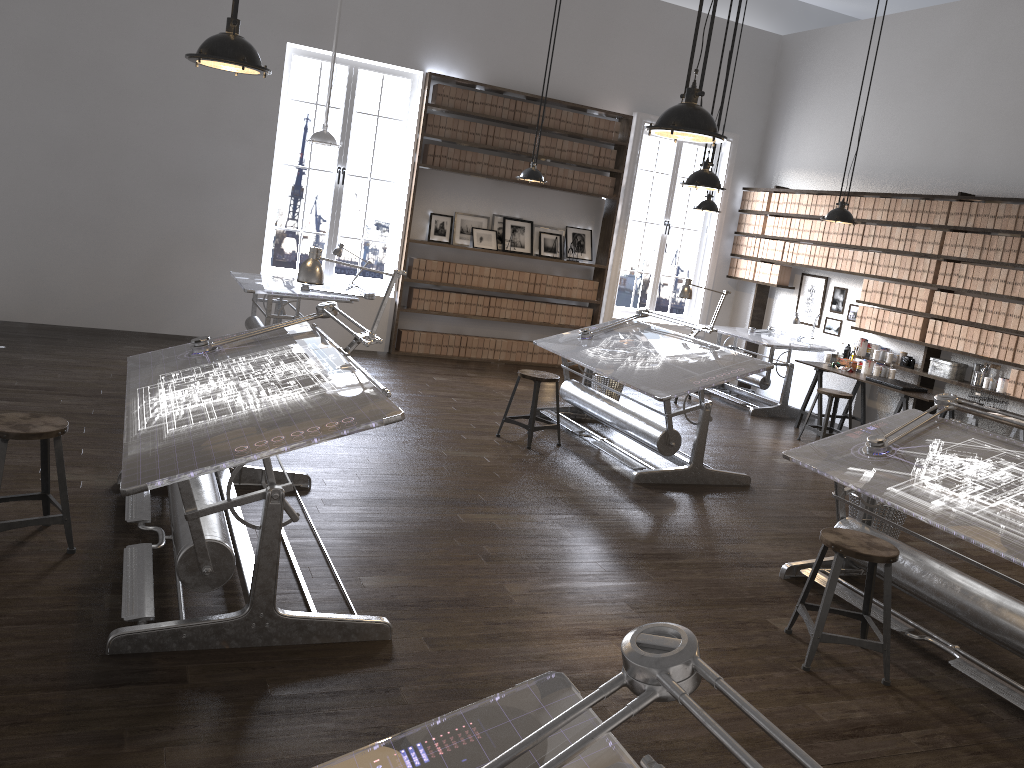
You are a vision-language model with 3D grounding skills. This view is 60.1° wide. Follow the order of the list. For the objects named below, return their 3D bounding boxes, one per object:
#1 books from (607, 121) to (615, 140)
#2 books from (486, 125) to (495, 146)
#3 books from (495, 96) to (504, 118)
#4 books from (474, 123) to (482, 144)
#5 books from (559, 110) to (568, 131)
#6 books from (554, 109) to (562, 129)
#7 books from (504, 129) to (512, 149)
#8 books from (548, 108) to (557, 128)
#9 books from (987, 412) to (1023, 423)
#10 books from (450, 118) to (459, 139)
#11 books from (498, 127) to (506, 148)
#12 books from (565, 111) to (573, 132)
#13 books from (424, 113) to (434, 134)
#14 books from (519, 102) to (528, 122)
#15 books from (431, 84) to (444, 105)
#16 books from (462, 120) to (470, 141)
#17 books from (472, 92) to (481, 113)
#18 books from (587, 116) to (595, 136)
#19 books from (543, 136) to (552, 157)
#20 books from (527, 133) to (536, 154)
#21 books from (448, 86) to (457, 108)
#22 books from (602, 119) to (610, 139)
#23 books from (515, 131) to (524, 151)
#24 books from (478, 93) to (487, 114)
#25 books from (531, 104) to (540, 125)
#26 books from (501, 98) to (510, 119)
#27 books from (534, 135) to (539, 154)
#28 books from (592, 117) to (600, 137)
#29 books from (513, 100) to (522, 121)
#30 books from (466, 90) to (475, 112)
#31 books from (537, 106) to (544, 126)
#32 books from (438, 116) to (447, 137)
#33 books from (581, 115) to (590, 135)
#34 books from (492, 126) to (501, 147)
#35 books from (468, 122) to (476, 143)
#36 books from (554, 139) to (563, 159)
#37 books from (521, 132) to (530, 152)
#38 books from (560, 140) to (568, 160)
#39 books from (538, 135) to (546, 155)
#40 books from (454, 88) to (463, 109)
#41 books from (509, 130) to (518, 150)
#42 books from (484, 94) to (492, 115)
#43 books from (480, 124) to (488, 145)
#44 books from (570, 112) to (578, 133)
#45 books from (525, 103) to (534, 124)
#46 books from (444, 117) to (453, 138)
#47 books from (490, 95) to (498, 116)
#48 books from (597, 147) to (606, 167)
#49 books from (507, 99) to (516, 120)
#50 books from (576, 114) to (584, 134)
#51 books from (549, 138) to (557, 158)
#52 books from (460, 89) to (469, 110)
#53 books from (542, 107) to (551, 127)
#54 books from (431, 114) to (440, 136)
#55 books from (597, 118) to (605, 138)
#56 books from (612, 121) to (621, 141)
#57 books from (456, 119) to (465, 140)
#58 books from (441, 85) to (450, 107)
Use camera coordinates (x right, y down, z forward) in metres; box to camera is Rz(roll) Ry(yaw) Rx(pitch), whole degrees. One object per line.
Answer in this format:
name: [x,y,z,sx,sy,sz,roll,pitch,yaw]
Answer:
books: [1.112,-2.939,10.281,0.066,0.224,0.176,5,9,-24]
books: [-0.264,-2.722,9.731,0.067,0.224,0.176,5,9,-24]
books: [-0.166,-3.030,9.718,0.066,0.224,0.176,5,9,-24]
books: [-0.398,-2.732,9.673,0.066,0.224,0.176,5,9,-24]
books: [0.547,-2.978,10.025,0.066,0.224,0.176,5,9,-24]
books: [0.481,-2.982,9.996,0.067,0.224,0.176,5,9,-24]
books: [-0.079,-2.709,9.812,0.067,0.224,0.176,5,9,-24]
books: [0.422,-2.988,9.975,0.066,0.224,0.176,5,9,-24]
books: [3.910,0.267,6.960,0.255,0.029,0.358,4,11,-23]
books: [-0.651,-2.750,9.565,0.066,0.224,0.176,5,9,-24]
books: [-0.138,-2.714,9.790,0.066,0.224,0.176,5,9,-24]
books: [0.612,-2.974,10.057,0.066,0.224,0.176,5,9,-24]
books: [-0.903,-2.769,9.456,0.066,0.224,0.176,5,9,-24]
books: [0.099,-3.011,9.835,0.066,0.224,0.176,5,9,-24]
books: [-0.797,-3.073,9.433,0.067,0.224,0.176,5,9,-24]
books: [-0.529,-2.742,9.620,0.066,0.224,0.176,5,9,-24]
books: [-0.409,-3.046,9.607,0.066,0.224,0.176,5,9,-24]
books: [0.869,-2.956,10.171,0.066,0.224,0.176,5,9,-24]
books: [0.366,-2.679,10.016,0.066,0.224,0.176,5,9,-24]
books: [0.186,-2.691,9.932,0.066,0.224,0.176,5,9,-24]
books: [-0.666,-3.065,9.494,0.066,0.224,0.176,5,9,-24]
books: [1.048,-2.943,10.253,0.066,0.224,0.176,5,9,-24]
books: [0.052,-2.700,9.873,0.066,0.224,0.176,5,9,-24]
books: [-0.352,-3.043,9.634,0.066,0.224,0.176,5,9,-24]
books: [0.227,-3.001,9.888,0.066,0.224,0.176,5,9,-24]
books: [-0.100,-3.024,9.742,0.066,0.224,0.176,5,9,-24]
books: [0.242,-2.687,9.959,0.066,0.224,0.176,5,9,-24]
books: [0.926,-2.952,10.197,0.066,0.224,0.176,5,9,-24]
books: [0.034,-3.015,9.800,0.067,0.224,0.176,5,9,-24]
books: [-0.474,-3.051,9.577,0.067,0.224,0.176,5,9,-24]
books: [0.289,-2.998,9.919,0.066,0.224,0.176,5,9,-24]
books: [-0.773,-2.758,9.507,0.067,0.224,0.176,5,9,-24]
books: [0.804,-2.960,10.140,0.067,0.224,0.176,5,9,-24]
books: [-0.199,-2.719,9.766,0.066,0.224,0.176,5,9,-24]
books: [-0.464,-2.737,9.649,0.066,0.224,0.176,5,9,-24]
books: [0.496,-2.668,10.067,0.067,0.224,0.176,5,9,-24]
books: [0.120,-2.695,9.901,0.067,0.224,0.176,5,9,-24]
books: [0.561,-2.664,10.097,0.066,0.224,0.176,5,9,-24]
books: [0.305,-2.681,9.981,0.067,0.224,0.176,5,9,-24]
books: [-0.604,-3.061,9.526,0.066,0.224,0.176,5,9,-24]
books: [-0.013,-2.704,9.841,0.066,0.224,0.176,5,9,-24]
books: [-0.290,-3.037,9.657,0.067,0.224,0.176,5,9,-24]
books: [-0.335,-2.728,9.706,0.066,0.224,0.176,5,9,-24]
books: [0.674,-2.970,10.089,0.066,0.224,0.176,5,9,-24]
books: [0.162,-3.005,9.855,0.066,0.224,0.176,5,9,-24]
books: [-0.707,-2.754,9.538,0.066,0.224,0.176,5,9,-24]
books: [-0.231,-3.034,9.689,0.066,0.224,0.176,5,9,-24]
books: [1.004,-2.632,10.290,0.067,0.224,0.176,5,9,-24]
books: [-0.037,-3.021,9.775,0.066,0.224,0.176,5,9,-24]
books: [0.738,-2.965,10.115,0.066,0.224,0.176,5,9,-24]
books: [0.430,-2.674,10.042,0.066,0.224,0.176,5,9,-24]
books: [-0.540,-3.056,9.552,0.066,0.224,0.176,5,9,-24]
books: [0.353,-2.993,9.946,0.066,0.224,0.176,5,9,-24]
books: [-0.838,-2.764,9.483,0.066,0.224,0.176,5,9,-24]
books: [0.988,-2.946,10.220,0.067,0.224,0.176,5,9,-24]
books: [1.178,-2.933,10.306,0.066,0.224,0.176,5,9,-24]
books: [-0.588,-2.745,9.588,0.067,0.224,0.176,5,9,-24]
books: [-0.731,-3.069,9.462,0.066,0.224,0.176,5,9,-24]
